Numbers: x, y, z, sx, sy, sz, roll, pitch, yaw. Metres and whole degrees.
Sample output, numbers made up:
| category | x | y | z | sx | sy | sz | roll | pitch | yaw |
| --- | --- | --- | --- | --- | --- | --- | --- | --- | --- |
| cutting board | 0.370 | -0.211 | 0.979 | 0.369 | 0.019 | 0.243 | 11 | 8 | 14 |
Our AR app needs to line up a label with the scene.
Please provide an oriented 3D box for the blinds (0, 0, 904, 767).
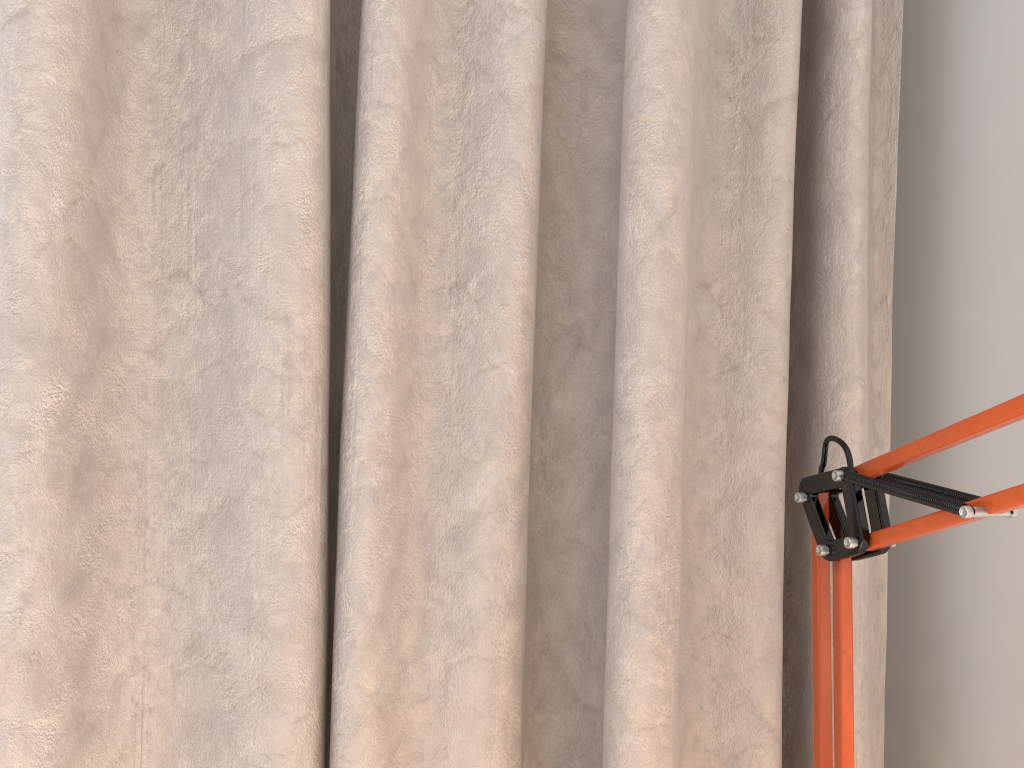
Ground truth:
| category | x | y | z | sx | sy | sz | roll | pitch | yaw |
| --- | --- | --- | --- | --- | --- | --- | --- | --- | --- |
| blinds | -0.114 | -0.055 | 0.553 | 0.831 | 2.680 | 0.225 | 1 | 2 | -13 |

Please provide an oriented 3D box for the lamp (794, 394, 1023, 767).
| category | x | y | z | sx | sy | sz | roll | pitch | yaw |
| --- | --- | --- | --- | --- | --- | --- | --- | --- | --- |
| lamp | 0.202 | 0.229 | 0.257 | 0.164 | 0.745 | 0.568 | 1 | 2 | -18 |
